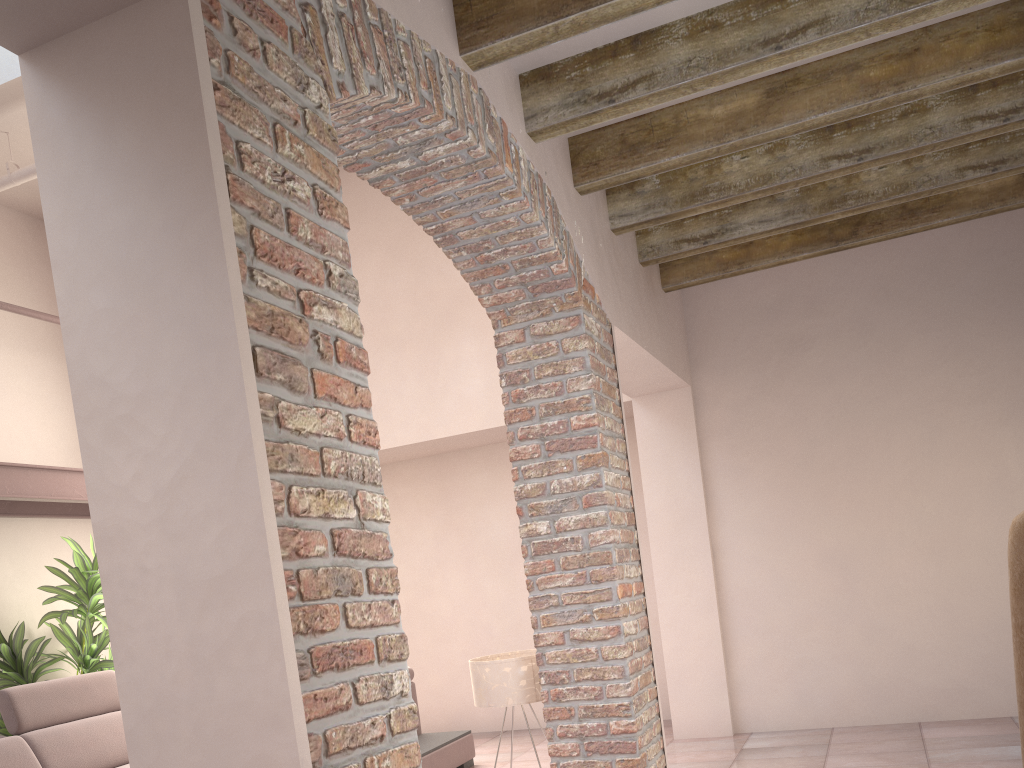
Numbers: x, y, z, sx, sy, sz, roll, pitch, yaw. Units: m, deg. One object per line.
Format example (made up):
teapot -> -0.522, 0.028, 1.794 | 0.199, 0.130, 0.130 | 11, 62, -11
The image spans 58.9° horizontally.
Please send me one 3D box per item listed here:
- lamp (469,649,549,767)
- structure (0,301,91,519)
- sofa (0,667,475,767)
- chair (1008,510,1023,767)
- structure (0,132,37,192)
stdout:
lamp -> 0.051, 1.652, 4.144 | 0.412, 0.849, 0.385 | -7, 0, 21
structure -> -2.149, 0.709, 3.997 | 3.801, 3.184, 7.268 | -10, -10, 20
sofa -> -1.856, 2.008, 4.889 | 2.172, 0.935, 3.188 | -11, -11, 20
chair -> 0.986, 0.767, 1.573 | 0.639, 1.244, 0.547 | -7, 0, -29
structure -> -1.930, -1.596, 5.082 | 4.154, 0.330, 0.108 | -12, 0, 21
